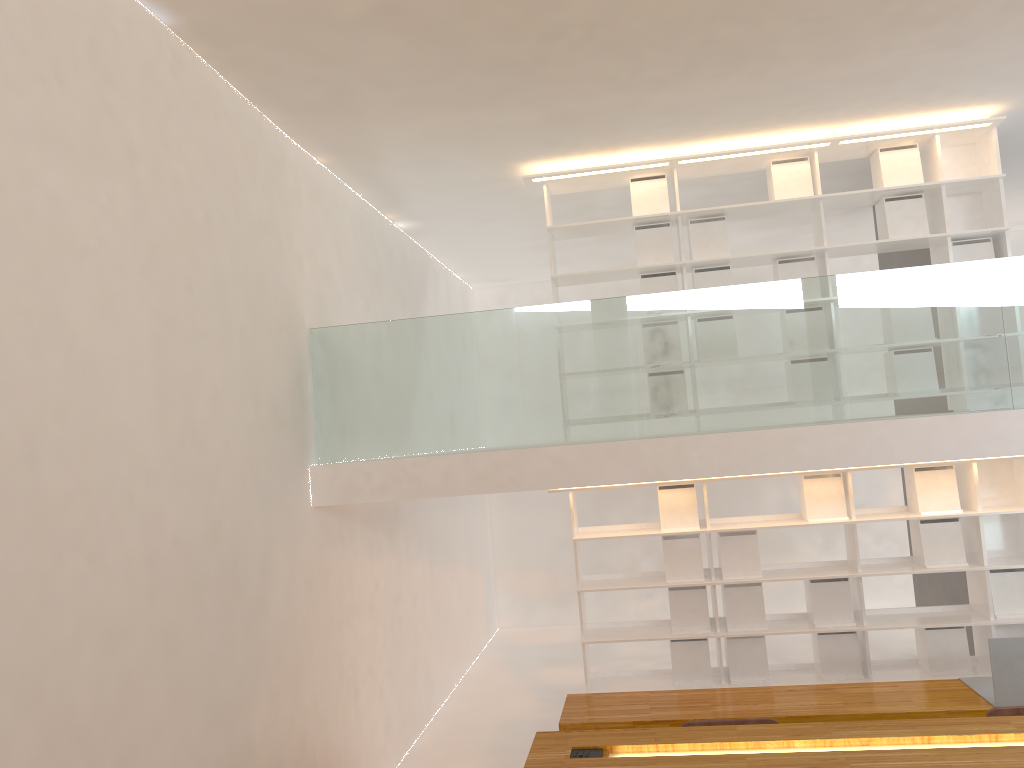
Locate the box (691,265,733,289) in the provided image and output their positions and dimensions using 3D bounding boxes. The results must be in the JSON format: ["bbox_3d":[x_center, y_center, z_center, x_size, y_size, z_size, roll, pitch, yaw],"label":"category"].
[{"bbox_3d":[1.341,-0.622,5.910,0.245,0.296,0.274,-5,-4,8],"label":"box"}]

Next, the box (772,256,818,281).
[{"bbox_3d":[1.871,-0.669,5.834,0.245,0.296,0.274,-5,-4,8],"label":"box"}]

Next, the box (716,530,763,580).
[{"bbox_3d":[1.480,1.102,5.799,0.245,0.296,0.274,-5,-4,8],"label":"box"}]

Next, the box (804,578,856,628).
[{"bbox_3d":[2.037,1.381,5.701,0.245,0.296,0.274,-5,-4,8],"label":"box"}]

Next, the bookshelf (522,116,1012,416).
[{"bbox_3d":[1.640,-0.638,5.797,2.984,1.836,0.498,-5,-4,8],"label":"bookshelf"}]

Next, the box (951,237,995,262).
[{"bbox_3d":[2.930,-0.765,5.680,0.245,0.296,0.274,-5,-4,8],"label":"box"}]

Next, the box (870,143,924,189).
[{"bbox_3d":[2.509,-1.384,5.776,0.245,0.296,0.274,-5,-4,8],"label":"box"}]

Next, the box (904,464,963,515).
[{"bbox_3d":[2.674,0.665,5.643,0.245,0.296,0.274,-5,-4,8],"label":"box"}]

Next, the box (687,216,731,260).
[{"bbox_3d":[1.315,-0.948,5.932,0.245,0.296,0.274,-5,-4,8],"label":"box"}]

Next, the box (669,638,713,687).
[{"bbox_3d":[1.167,1.788,5.809,0.245,0.296,0.274,-5,-4,8],"label":"box"}]

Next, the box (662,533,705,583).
[{"bbox_3d":[1.124,1.133,5.850,0.245,0.296,0.274,-5,-4,8],"label":"box"}]

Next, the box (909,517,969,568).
[{"bbox_3d":[2.699,0.991,5.622,0.245,0.296,0.274,-5,-4,8],"label":"box"}]

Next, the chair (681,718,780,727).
[{"bbox_3d":[0.830,1.615,3.184,0.428,0.693,0.381,-5,-4,8],"label":"chair"}]

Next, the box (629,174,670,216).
[{"bbox_3d":[0.932,-1.243,6.004,0.245,0.296,0.274,-5,-4,8],"label":"box"}]

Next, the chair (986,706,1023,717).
[{"bbox_3d":[1.939,1.518,3.062,0.428,0.693,0.381,-5,-4,8],"label":"chair"}]

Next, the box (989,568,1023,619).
[{"bbox_3d":[3.096,1.285,5.547,0.245,0.296,0.274,-5,-4,8],"label":"box"}]

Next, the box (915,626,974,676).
[{"bbox_3d":[2.714,1.649,5.585,0.245,0.296,0.274,-5,-4,8],"label":"box"}]

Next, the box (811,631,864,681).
[{"bbox_3d":[2.077,1.706,5.678,0.245,0.296,0.274,-5,-4,8],"label":"box"}]

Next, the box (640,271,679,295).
[{"bbox_3d":[0.994,-0.590,5.961,0.245,0.296,0.274,-5,-4,8],"label":"box"}]

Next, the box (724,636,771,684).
[{"bbox_3d":[1.520,1.756,5.758,0.245,0.296,0.274,-5,-4,8],"label":"box"}]

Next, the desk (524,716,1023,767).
[{"bbox_3d":[1.689,1.381,2.365,3.236,0.918,1.285,-5,-4,8],"label":"desk"}]

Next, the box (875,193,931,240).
[{"bbox_3d":[2.534,-1.058,5.755,0.245,0.296,0.274,-5,-4,8],"label":"box"}]

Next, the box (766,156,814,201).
[{"bbox_3d":[1.840,-1.326,5.870,0.245,0.296,0.274,-5,-4,8],"label":"box"}]

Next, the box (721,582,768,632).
[{"bbox_3d":[1.507,1.428,5.778,0.245,0.296,0.274,-5,-4,8],"label":"box"}]

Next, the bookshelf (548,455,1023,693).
[{"bbox_3d":[1.806,1.412,5.664,2.984,1.836,0.498,-5,-4,8],"label":"bookshelf"}]

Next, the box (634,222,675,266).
[{"bbox_3d":[0.958,-0.917,5.983,0.245,0.296,0.274,-5,-4,8],"label":"box"}]

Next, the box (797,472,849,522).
[{"bbox_3d":[2.005,0.724,5.738,0.245,0.296,0.274,-5,-4,8],"label":"box"}]

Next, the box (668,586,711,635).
[{"bbox_3d":[1.160,1.460,5.828,0.245,0.296,0.274,-5,-4,8],"label":"box"}]

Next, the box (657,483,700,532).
[{"bbox_3d":[1.097,0.807,5.872,0.245,0.296,0.274,-5,-4,8],"label":"box"}]
